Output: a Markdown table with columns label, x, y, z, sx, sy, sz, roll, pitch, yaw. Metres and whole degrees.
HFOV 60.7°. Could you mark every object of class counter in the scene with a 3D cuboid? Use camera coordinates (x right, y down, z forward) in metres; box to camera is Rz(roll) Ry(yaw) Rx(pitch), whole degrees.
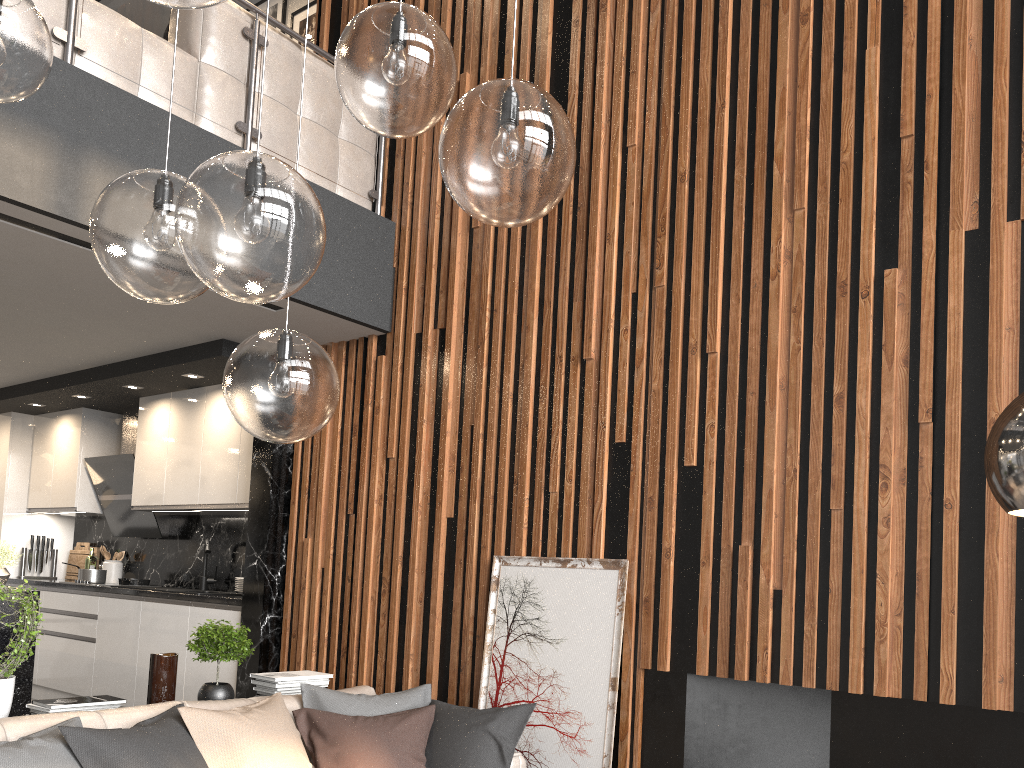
| label | x | y | z | sx | sy | sz | roll | pitch | yaw |
| --- | --- | --- | --- | --- | --- | --- | --- | --- | --- |
| counter | -2.748 | 1.521 | 6.461 | 3.468 | 0.039 | 0.621 | -7 | -16 | 38 |

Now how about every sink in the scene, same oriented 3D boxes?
| label | x | y | z | sx | sy | sz | roll | pitch | yaw |
| --- | --- | --- | --- | --- | --- | --- | --- | --- | --- |
| sink | -2.280 | 1.344 | 6.126 | 1.116 | 0.539 | 0.506 | -6 | -11 | 38 |

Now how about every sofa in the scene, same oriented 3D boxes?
| label | x | y | z | sx | sy | sz | roll | pitch | yaw |
| --- | --- | --- | --- | --- | --- | --- | --- | --- | --- |
| sofa | -2.281 | -1.370 | 4.662 | 2.294 | 0.769 | 2.317 | -6 | -15 | 38 |
| sofa | -0.949 | 1.435 | 2.448 | 1.882 | 0.805 | 3.302 | -6 | -15 | 37 |

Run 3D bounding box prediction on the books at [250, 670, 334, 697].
| label | x | y | z | sx | sy | sz | roll | pitch | yaw |
| --- | --- | --- | --- | --- | --- | --- | --- | --- | --- |
| books | -1.038 | 1.439 | 4.116 | 0.200 | 0.148 | 0.338 | -5 | -13 | 38 |

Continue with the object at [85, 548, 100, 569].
| label | x | y | z | sx | sy | sz | roll | pitch | yaw |
| --- | --- | --- | --- | --- | --- | --- | --- | --- | --- |
| object | -3.514 | 1.515 | 7.333 | 0.082 | 0.279 | 0.090 | 0 | -6 | 39 |

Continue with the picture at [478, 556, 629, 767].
| label | x | y | z | sx | sy | sz | roll | pitch | yaw |
| --- | --- | --- | --- | --- | --- | --- | --- | --- | --- |
| picture | 0.157 | 1.256 | 3.837 | 0.731 | 0.984 | 0.102 | -2 | -6 | 38 |

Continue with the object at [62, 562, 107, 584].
| label | x | y | z | sx | sy | sz | roll | pitch | yaw |
| --- | --- | --- | --- | --- | --- | --- | --- | --- | --- |
| object | -3.311 | 1.473 | 6.809 | 0.348 | 0.151 | 0.204 | -3 | -11 | 29 |

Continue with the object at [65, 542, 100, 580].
| label | x | y | z | sx | sy | sz | roll | pitch | yaw |
| --- | --- | --- | --- | --- | --- | --- | --- | --- | --- |
| object | -3.712 | 1.533 | 7.559 | 0.402 | 0.326 | 0.099 | -4 | -8 | 38 |

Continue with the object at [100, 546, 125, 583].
| label | x | y | z | sx | sy | sz | roll | pitch | yaw |
| --- | --- | --- | --- | --- | --- | --- | --- | --- | --- |
| object | -3.250 | 1.474 | 7.135 | 0.158 | 0.300 | 0.177 | -2 | -8 | 41 |

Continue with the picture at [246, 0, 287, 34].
| label | x | y | z | sx | sy | sz | roll | pitch | yaw |
| --- | --- | --- | --- | --- | --- | --- | --- | --- | --- |
| picture | -2.058 | -2.549 | 6.710 | 0.994 | 0.646 | 0.025 | -5 | -8 | 38 |

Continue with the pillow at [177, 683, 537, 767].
| label | x | y | z | sx | sy | sz | roll | pitch | yaw |
| --- | --- | --- | --- | --- | --- | --- | --- | --- | --- |
| pillow | -0.616 | 1.509 | 3.484 | 1.391 | 0.539 | 0.772 | 7 | -11 | -21 |

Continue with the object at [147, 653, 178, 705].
| label | x | y | z | sx | sy | sz | roll | pitch | yaw |
| --- | --- | --- | --- | --- | --- | --- | --- | --- | --- |
| object | -1.457 | 1.255 | 3.644 | 0.109 | 0.264 | 0.110 | -2 | -7 | 44 |

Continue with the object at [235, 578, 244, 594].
| label | x | y | z | sx | sy | sz | roll | pitch | yaw |
| --- | --- | --- | --- | --- | --- | --- | --- | --- | --- |
| object | -1.660 | 1.300 | 5.747 | 0.306 | 0.192 | 0.305 | -6 | -13 | 41 |

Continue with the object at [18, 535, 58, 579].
| label | x | y | z | sx | sy | sz | roll | pitch | yaw |
| --- | --- | --- | --- | --- | --- | --- | --- | --- | --- |
| object | -4.052 | 1.485 | 7.506 | 0.067 | 0.367 | 0.327 | 0 | -8 | 38 |

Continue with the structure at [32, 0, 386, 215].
| label | x | y | z | sx | sy | sz | roll | pitch | yaw |
| --- | --- | --- | --- | --- | --- | --- | --- | --- | --- |
| structure | -3.295 | -1.514 | 4.178 | 3.387 | 0.728 | 4.297 | -7 | -16 | 37 |

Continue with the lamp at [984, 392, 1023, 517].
| label | x | y | z | sx | sy | sz | roll | pitch | yaw |
| --- | --- | --- | --- | --- | --- | --- | --- | --- | --- |
| lamp | 1.728 | 0.521 | 1.130 | 2.030 | 2.303 | 0.324 | 1 | -4 | 15 |

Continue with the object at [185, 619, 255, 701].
| label | x | y | z | sx | sy | sz | roll | pitch | yaw |
| --- | --- | --- | --- | --- | --- | --- | --- | --- | --- |
| object | -1.297 | 1.240 | 3.857 | 0.309 | 0.402 | 0.276 | 3 | -6 | -2 |

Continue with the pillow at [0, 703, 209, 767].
| label | x | y | z | sx | sy | sz | roll | pitch | yaw |
| --- | --- | --- | --- | --- | --- | --- | --- | --- | --- |
| pillow | -1.551 | 1.226 | 2.460 | 0.544 | 0.490 | 1.976 | -3 | -13 | 37 |

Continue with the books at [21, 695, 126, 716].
| label | x | y | z | sx | sy | sz | roll | pitch | yaw |
| --- | --- | --- | --- | --- | --- | --- | --- | --- | --- |
| books | -1.691 | 1.263 | 3.364 | 0.205 | 0.097 | 0.331 | -6 | -15 | 37 |

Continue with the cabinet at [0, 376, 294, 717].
| label | x | y | z | sx | sy | sz | roll | pitch | yaw |
| --- | --- | --- | --- | --- | --- | --- | --- | --- | --- |
| cabinet | -3.757 | 0.737 | 5.400 | 6.223 | 3.196 | 3.679 | -6 | -12 | 38 |

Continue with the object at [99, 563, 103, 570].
| label | x | y | z | sx | sy | sz | roll | pitch | yaw |
| --- | --- | --- | --- | --- | --- | --- | --- | --- | --- |
| object | -3.459 | 1.564 | 7.273 | 0.273 | 0.160 | 0.183 | -5 | -12 | 38 |

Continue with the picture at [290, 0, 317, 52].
| label | x | y | z | sx | sy | sz | roll | pitch | yaw |
| --- | --- | --- | --- | --- | --- | --- | --- | --- | --- |
| picture | -1.408 | -2.510 | 6.192 | 0.506 | 0.405 | 0.025 | -4 | -7 | 38 |

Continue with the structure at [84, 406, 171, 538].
| label | x | y | z | sx | sy | sz | roll | pitch | yaw |
| --- | --- | --- | --- | --- | --- | --- | --- | --- | --- |
| structure | -2.977 | 0.686 | 6.863 | 0.739 | 1.016 | 0.419 | -2 | -7 | 38 |

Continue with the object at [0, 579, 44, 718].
| label | x | y | z | sx | sy | sz | roll | pitch | yaw |
| --- | --- | --- | --- | --- | --- | --- | --- | --- | --- |
| object | -1.878 | 0.961 | 3.104 | 0.216 | 0.567 | 0.392 | 1 | -7 | 19 |

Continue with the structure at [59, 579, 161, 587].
| label | x | y | z | sx | sy | sz | roll | pitch | yaw |
| --- | --- | --- | --- | --- | --- | --- | --- | --- | --- |
| structure | -3.085 | 1.543 | 6.729 | 0.602 | 0.059 | 0.519 | -7 | -16 | 37 |

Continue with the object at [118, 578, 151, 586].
| label | x | y | z | sx | sy | sz | roll | pitch | yaw |
| --- | --- | --- | --- | --- | --- | --- | --- | --- | --- |
| object | -2.921 | 1.504 | 6.673 | 0.232 | 0.059 | 0.359 | -1 | -13 | 17 |

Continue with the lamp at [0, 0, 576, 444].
| label | x | y | z | sx | sy | sz | roll | pitch | yaw |
| --- | --- | --- | --- | --- | --- | --- | --- | --- | --- |
| lamp | -0.320 | -2.422 | 1.574 | 1.231 | 4.928 | 1.246 | 0 | -5 | 35 |

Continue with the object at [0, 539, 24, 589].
| label | x | y | z | sx | sy | sz | roll | pitch | yaw |
| --- | --- | --- | --- | --- | --- | --- | --- | --- | --- |
| object | -2.825 | 0.986 | 4.818 | 0.223 | 0.280 | 0.212 | 9 | -9 | -38 |
